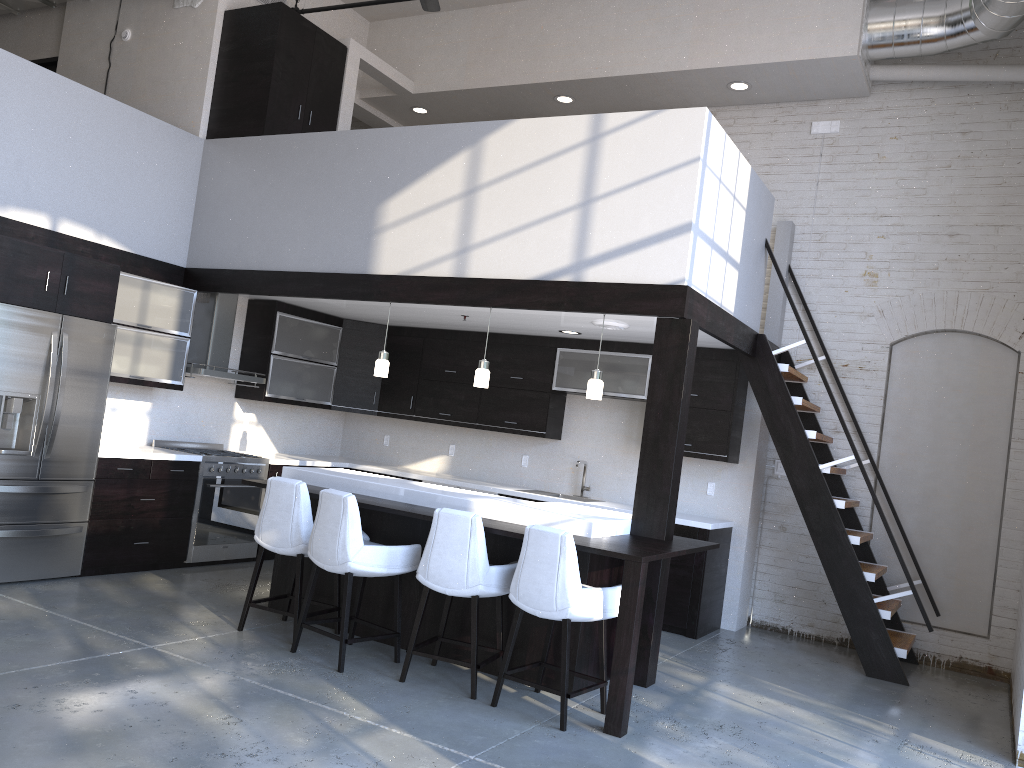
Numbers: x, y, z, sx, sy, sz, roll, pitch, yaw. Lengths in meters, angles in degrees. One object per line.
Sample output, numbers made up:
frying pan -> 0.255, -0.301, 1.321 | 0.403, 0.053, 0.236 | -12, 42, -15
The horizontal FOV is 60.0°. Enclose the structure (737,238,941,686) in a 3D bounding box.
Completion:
structure -> 2.543, 0.541, 6.943 | 1.661, 3.184, 0.930 | 6, -3, 29

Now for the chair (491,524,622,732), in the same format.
chair -> 0.237, 1.225, 4.569 | 0.579, 0.984, 0.502 | 6, -3, 35

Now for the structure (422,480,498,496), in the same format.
structure -> -0.351, 1.336, 8.167 | 0.784, 0.789, 0.783 | 6, -3, 29

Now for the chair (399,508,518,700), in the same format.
chair -> -0.279, 1.173, 4.851 | 0.579, 0.984, 0.502 | 7, -2, 20

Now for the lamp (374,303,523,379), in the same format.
lamp -> -0.436, -0.256, 7.278 | 0.124, 0.623, 1.954 | 6, -3, 31

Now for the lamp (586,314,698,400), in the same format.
lamp -> 1.017, -0.109, 6.465 | 0.124, 0.623, 1.951 | 6, -3, 29

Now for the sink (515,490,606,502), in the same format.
sink -> 0.406, 1.057, 7.732 | 0.676, 0.168, 0.475 | 6, -3, 29

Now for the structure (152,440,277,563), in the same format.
structure -> -2.517, 0.974, 7.440 | 0.620, 0.902, 0.845 | 6, -3, 29

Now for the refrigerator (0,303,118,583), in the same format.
refrigerator -> -3.357, 0.393, 5.933 | 0.820, 1.771, 0.854 | 6, -3, 29

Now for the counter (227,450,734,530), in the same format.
counter -> -0.405, 0.888, 7.655 | 4.235, 0.045, 1.711 | 6, -3, 29

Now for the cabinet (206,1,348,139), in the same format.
cabinet -> -2.110, -2.015, 7.750 | 0.683, 2.231, 0.838 | 6, -3, 29

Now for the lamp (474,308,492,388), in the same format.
lamp -> -0.173, -0.286, 6.077 | 0.100, 0.623, 0.100 | 6, -3, 35

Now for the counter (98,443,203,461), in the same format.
counter -> -2.940, 0.506, 6.712 | 0.676, 0.047, 0.920 | 6, -3, 29

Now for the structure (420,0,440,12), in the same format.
structure -> -0.579, -3.359, 6.501 | 1.367, 0.863, 1.191 | 7, -3, 19

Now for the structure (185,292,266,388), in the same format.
structure -> -2.460, -0.480, 7.516 | 0.488, 0.929, 0.728 | 6, -3, 29

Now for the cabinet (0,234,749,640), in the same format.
cabinet -> -0.977, 0.499, 6.564 | 4.228, 2.313, 4.281 | 6, -3, 29

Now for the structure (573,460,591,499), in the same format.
structure -> 0.611, 0.846, 7.880 | 0.149, 0.328, 0.225 | 6, -3, 29

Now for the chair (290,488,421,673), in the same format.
chair -> -0.897, 1.102, 5.045 | 0.579, 0.984, 0.502 | 5, -3, 40

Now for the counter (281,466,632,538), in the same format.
counter -> -0.320, 0.754, 5.830 | 2.291, 0.095, 0.978 | 6, -3, 29

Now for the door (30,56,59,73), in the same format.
door -> -4.716, -2.206, 8.882 | 0.749, 2.056, 0.272 | 6, -2, 29

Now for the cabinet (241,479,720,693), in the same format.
cabinet -> -0.268, 1.245, 5.523 | 2.689, 0.910, 1.372 | 6, -3, 29

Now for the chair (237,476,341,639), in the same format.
chair -> -1.312, 1.068, 5.430 | 0.579, 0.984, 0.502 | 6, -3, 25
